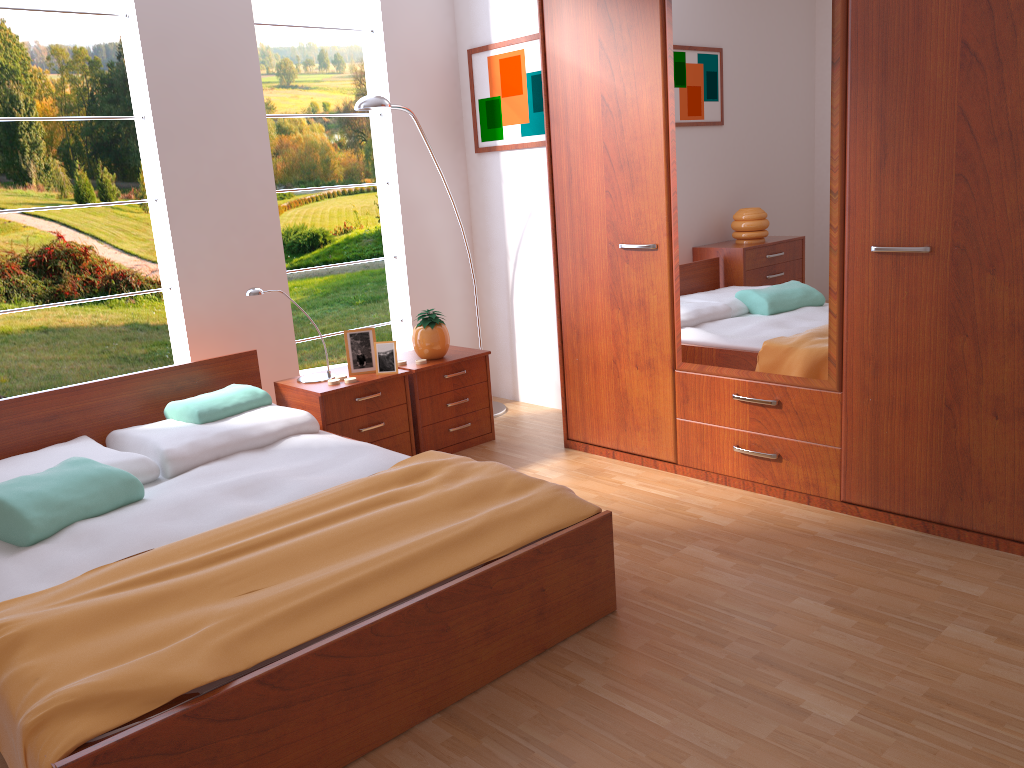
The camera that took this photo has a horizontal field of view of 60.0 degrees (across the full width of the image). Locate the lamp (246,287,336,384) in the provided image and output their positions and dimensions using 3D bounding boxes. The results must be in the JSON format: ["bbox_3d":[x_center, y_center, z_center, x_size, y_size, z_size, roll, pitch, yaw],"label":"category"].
[{"bbox_3d":[-0.892,-0.205,3.637,0.163,0.421,0.337,5,16,35],"label":"lamp"}]

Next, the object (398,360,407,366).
[{"bbox_3d":[-0.491,-0.092,3.926,0.049,0.018,0.049,5,16,33],"label":"object"}]

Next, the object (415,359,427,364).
[{"bbox_3d":[-0.402,-0.097,3.917,0.049,0.018,0.049,5,16,33],"label":"object"}]

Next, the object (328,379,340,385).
[{"bbox_3d":[-0.731,-0.007,3.640,0.049,0.018,0.049,5,16,33],"label":"object"}]

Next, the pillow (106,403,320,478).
[{"bbox_3d":[-1.128,0.194,3.376,0.630,0.182,0.574,-17,18,-42],"label":"pillow"}]

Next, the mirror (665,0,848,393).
[{"bbox_3d":[0.816,-0.765,3.030,0.037,1.556,0.681,-16,18,-41],"label":"mirror"}]

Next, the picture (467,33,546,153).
[{"bbox_3d":[0.017,-1.429,4.389,0.030,0.517,0.645,-16,18,-41],"label":"picture"}]

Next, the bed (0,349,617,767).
[{"bbox_3d":[-0.869,0.376,2.725,1.632,0.560,1.990,-16,18,-41],"label":"bed"}]

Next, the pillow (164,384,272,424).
[{"bbox_3d":[-1.143,0.087,3.446,0.276,0.116,0.322,9,18,43],"label":"pillow"}]

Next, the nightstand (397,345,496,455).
[{"bbox_3d":[-0.369,0.086,4.122,0.439,0.442,0.377,-16,18,-41],"label":"nightstand"}]

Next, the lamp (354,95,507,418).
[{"bbox_3d":[-0.347,-0.567,4.331,0.387,1.603,0.799,1,14,20],"label":"lamp"}]

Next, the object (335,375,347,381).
[{"bbox_3d":[-0.715,-0.025,3.712,0.049,0.018,0.049,5,16,33],"label":"object"}]

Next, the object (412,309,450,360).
[{"bbox_3d":[-0.368,-0.224,3.996,0.170,0.223,0.169,3,15,26],"label":"object"}]

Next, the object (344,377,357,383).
[{"bbox_3d":[-0.664,-0.014,3.647,0.049,0.018,0.049,5,16,33],"label":"object"}]

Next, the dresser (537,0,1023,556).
[{"bbox_3d":[1.012,-0.598,3.180,0.487,2.004,2.017,-16,18,-41],"label":"dresser"}]

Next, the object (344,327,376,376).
[{"bbox_3d":[-0.641,-0.139,3.783,0.131,0.191,0.037,-7,14,-12],"label":"object"}]

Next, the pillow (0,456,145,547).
[{"bbox_3d":[-1.374,0.340,2.657,0.334,0.164,0.425,2,15,23],"label":"pillow"}]

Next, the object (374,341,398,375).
[{"bbox_3d":[-0.531,-0.111,3.745,0.094,0.137,0.027,-4,13,3],"label":"object"}]

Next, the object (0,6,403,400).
[{"bbox_3d":[-1.375,-0.992,3.843,2.205,1.815,0.033,-16,18,-41],"label":"object"}]

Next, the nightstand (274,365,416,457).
[{"bbox_3d":[-0.707,0.182,3.818,0.439,0.442,0.377,-16,18,-41],"label":"nightstand"}]

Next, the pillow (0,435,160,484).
[{"bbox_3d":[-1.610,0.339,2.916,0.574,0.157,0.682,7,18,40],"label":"pillow"}]
